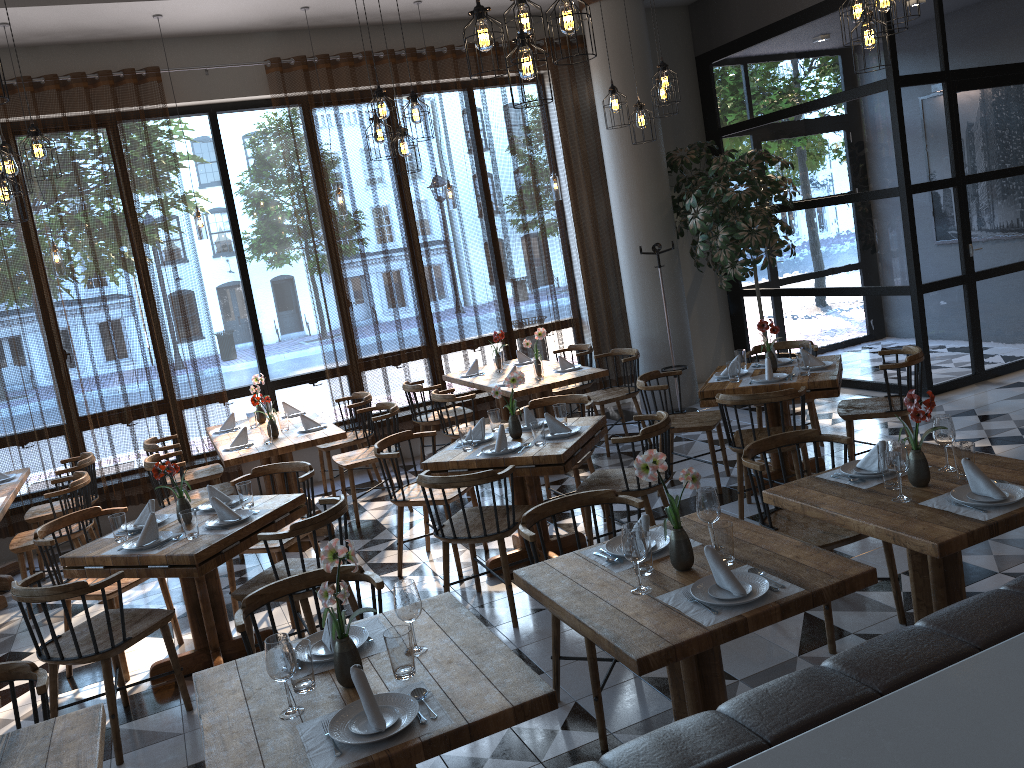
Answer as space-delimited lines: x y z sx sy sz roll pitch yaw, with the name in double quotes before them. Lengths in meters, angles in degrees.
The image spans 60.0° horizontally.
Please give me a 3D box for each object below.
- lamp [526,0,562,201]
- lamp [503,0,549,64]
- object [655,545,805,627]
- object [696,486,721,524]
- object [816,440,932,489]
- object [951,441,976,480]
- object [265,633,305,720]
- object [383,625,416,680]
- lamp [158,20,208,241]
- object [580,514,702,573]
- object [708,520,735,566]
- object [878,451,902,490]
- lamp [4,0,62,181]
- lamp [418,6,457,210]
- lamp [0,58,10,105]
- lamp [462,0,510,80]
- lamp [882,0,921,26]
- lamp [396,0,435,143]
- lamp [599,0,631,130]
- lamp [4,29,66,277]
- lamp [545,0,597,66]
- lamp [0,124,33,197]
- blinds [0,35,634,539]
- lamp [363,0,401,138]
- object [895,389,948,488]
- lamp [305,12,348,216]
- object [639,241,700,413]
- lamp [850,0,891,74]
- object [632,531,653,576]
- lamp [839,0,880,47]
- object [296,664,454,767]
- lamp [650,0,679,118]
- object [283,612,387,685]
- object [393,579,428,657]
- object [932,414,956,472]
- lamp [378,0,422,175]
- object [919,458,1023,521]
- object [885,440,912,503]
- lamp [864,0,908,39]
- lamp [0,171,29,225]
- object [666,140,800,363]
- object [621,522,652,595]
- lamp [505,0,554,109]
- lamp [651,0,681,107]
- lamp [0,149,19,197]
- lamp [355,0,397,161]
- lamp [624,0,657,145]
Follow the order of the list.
"lamp" 0.272 -2.688 8.226 0.078 1.954 0.078 -8 7 10
"lamp" -0.088 -2.463 3.841 0.176 2.060 0.175 -15 9 -38
"object" 0.641 0.564 2.659 0.353 0.136 0.272 -13 9 -22
"object" 0.673 0.461 3.013 0.081 0.214 0.081 -14 8 -30
"object" 1.440 0.285 3.556 0.353 0.136 0.272 -13 9 -22
"object" 1.689 0.287 3.304 0.080 0.131 0.080 -12 8 -22
"object" -0.608 0.780 2.367 0.081 0.214 0.082 -5 8 31
"object" -0.310 0.754 2.480 0.080 0.131 0.080 -12 8 -22
"lamp" -2.644 -2.119 7.019 0.078 1.954 0.078 -11 7 -14
"object" 0.444 0.517 3.146 0.353 0.136 0.272 -13 9 -22
"object" 0.688 0.521 2.892 0.080 0.131 0.080 -12 8 -22
"object" 1.427 0.326 3.332 0.080 0.131 0.080 -15 9 -37
"lamp" -2.855 -2.188 4.970 0.175 2.060 0.176 -10 7 -3
"lamp" -0.691 -2.523 7.827 0.078 1.954 0.078 -14 8 -36
"lamp" -1.909 -1.928 2.771 0.175 2.060 0.176 -6 8 27
"lamp" -0.265 -2.363 3.765 0.175 2.060 0.176 -4 9 40
"lamp" 1.842 -2.882 4.446 0.175 2.060 0.176 -7 7 22
"lamp" -0.755 -2.578 5.577 0.176 2.060 0.175 -15 9 -38
"lamp" 0.611 -2.889 6.365 0.176 2.060 0.175 -16 9 -42
"lamp" -3.598 -1.781 6.632 0.078 1.954 0.078 -7 7 18
"lamp" 0.091 -2.337 3.512 0.175 2.060 0.176 -7 7 18
"lamp" -3.048 -2.106 5.020 0.175 2.060 0.175 -11 7 -14
"blinds" -2.271 -1.000 7.800 7.288 3.564 0.160 -13 8 -22
"lamp" -0.964 -2.593 5.526 0.176 2.060 0.175 -13 8 -27
"object" 1.534 0.199 3.306 0.172 0.353 0.156 -13 8 -28
"lamp" -1.600 -2.396 7.448 0.078 1.954 0.078 -14 8 -32
"object" 1.481 -0.505 8.367 0.374 1.650 0.376 -9 7 1
"lamp" 1.669 -2.608 4.388 0.175 2.060 0.176 -7 7 22
"object" 0.426 0.560 2.919 0.080 0.131 0.080 -15 9 -37
"lamp" 1.684 -2.819 4.576 0.175 2.060 0.176 -8 7 11
"object" -0.365 0.799 2.245 0.353 0.136 0.272 -13 9 -22
"lamp" 0.993 -3.025 6.535 0.175 2.060 0.175 -12 7 -20
"object" -0.561 0.752 2.732 0.353 0.136 0.272 -13 9 -22
"object" -0.300 0.688 2.612 0.081 0.214 0.082 -5 8 31
"object" 1.674 0.228 3.426 0.081 0.214 0.081 -14 8 -30
"lamp" -0.855 -2.415 5.770 0.176 2.060 0.175 -13 8 -27
"object" 1.637 0.332 3.070 0.353 0.136 0.272 -13 9 -22
"object" 1.391 0.313 3.191 0.081 0.214 0.082 -8 7 9
"lamp" 1.647 -2.700 4.152 0.175 2.060 0.175 -11 7 -12
"lamp" -2.972 -1.910 4.831 0.175 2.060 0.176 -10 7 -3
"object" 2.049 -1.139 8.750 1.387 2.579 1.634 -15 9 -38
"object" 0.390 0.547 2.778 0.081 0.214 0.082 -8 7 9
"lamp" -0.077 -2.196 3.641 0.176 2.060 0.175 -15 9 -38
"lamp" 0.967 -3.043 6.322 0.175 2.060 0.176 -11 7 -9
"lamp" -2.904 -2.020 4.613 0.176 2.060 0.175 -14 8 -36
"lamp" -1.041 -2.540 5.903 0.175 2.060 0.176 -6 8 29
"lamp" 0.820 -2.811 6.489 0.175 2.060 0.176 -11 7 -9
